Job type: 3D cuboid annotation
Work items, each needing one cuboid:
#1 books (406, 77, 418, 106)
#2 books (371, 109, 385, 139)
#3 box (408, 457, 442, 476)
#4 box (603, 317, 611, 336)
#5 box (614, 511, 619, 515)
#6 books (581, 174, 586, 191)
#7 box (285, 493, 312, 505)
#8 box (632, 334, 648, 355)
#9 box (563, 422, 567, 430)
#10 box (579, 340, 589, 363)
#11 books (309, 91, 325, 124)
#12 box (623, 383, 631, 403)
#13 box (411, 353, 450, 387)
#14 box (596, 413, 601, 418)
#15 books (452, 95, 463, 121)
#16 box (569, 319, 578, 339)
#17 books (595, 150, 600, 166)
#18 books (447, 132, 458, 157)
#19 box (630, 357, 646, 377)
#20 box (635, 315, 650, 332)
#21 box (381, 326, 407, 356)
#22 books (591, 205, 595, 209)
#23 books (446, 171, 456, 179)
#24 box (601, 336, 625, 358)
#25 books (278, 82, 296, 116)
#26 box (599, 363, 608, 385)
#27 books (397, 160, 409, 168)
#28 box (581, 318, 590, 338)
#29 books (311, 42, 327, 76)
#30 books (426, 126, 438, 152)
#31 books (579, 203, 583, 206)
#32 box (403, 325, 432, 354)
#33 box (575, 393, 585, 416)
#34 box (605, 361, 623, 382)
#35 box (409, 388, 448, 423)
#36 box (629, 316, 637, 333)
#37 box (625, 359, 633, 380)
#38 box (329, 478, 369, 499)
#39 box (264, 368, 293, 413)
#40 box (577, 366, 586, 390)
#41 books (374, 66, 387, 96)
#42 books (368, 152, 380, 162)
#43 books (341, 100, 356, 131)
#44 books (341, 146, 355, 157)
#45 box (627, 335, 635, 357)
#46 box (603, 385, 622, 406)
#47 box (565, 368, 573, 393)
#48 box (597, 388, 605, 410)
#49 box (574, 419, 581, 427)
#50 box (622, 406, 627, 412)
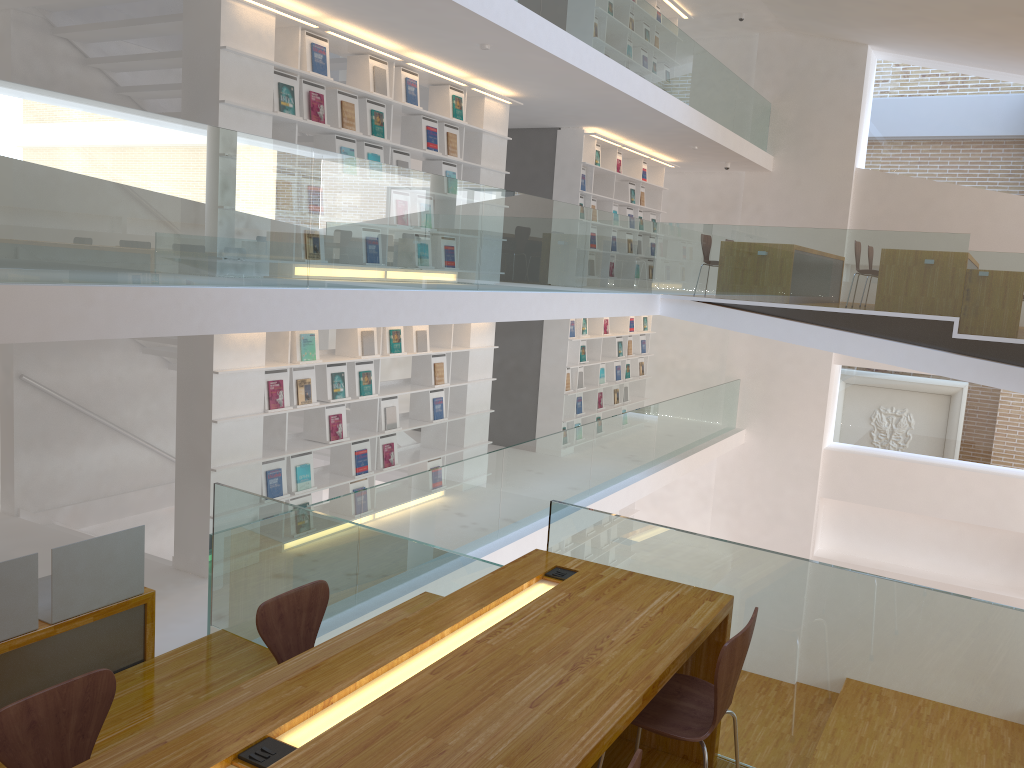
[{"bbox_3d":[-0.827,-2.409,7.321,0.037,0.210,0.145,8,9,29],"label":"books"},{"bbox_3d":[-1.058,-2.045,6.994,0.037,0.210,0.145,8,9,29],"label":"books"},{"bbox_3d":[-0.805,0.831,8.412,0.274,0.296,0.245,8,9,29],"label":"box"},{"bbox_3d":[1.147,-0.803,11.679,0.274,0.296,0.245,8,9,29],"label":"box"},{"bbox_3d":[1.411,1.787,12.826,0.274,0.296,0.245,8,9,29],"label":"box"},{"bbox_3d":[0.834,-2.375,10.490,0.037,0.210,0.145,8,9,29],"label":"books"},{"bbox_3d":[-1.691,0.981,6.836,0.274,0.296,0.245,8,9,29],"label":"box"},{"bbox_3d":[1.830,-0.598,12.980,0.274,0.296,0.245,8,9,29],"label":"box"},{"bbox_3d":[0.543,0.587,10.937,0.274,0.296,0.245,8,9,29],"label":"box"},{"bbox_3d":[0.804,-0.427,11.154,0.274,0.296,0.245,8,9,29],"label":"box"},{"bbox_3d":[-1.404,-1.989,6.385,0.037,0.210,0.145,8,9,29],"label":"books"},{"bbox_3d":[1.534,0.096,12.619,0.274,0.296,0.245,8,9,29],"label":"box"},{"bbox_3d":[-0.752,-0.142,8.260,0.274,0.296,0.245,8,9,29],"label":"box"},{"bbox_3d":[1.061,0.498,11.860,0.274,0.296,0.245,8,9,29],"label":"box"},{"bbox_3d":[-0.485,-2.465,7.930,0.037,0.210,0.145,8,9,29],"label":"books"},{"bbox_3d":[0.631,-0.712,10.767,0.274,0.296,0.245,8,9,29],"label":"box"},{"bbox_3d":[1.035,-2.732,10.771,0.037,0.210,0.145,8,9,29],"label":"books"},{"bbox_3d":[-0.535,-2.135,7.931,0.037,0.210,0.145,8,9,29],"label":"books"},{"bbox_3d":[1.814,-0.273,13.035,0.274,0.296,0.245,8,9,29],"label":"box"},{"bbox_3d":[1.851,-0.922,12.937,0.274,0.296,0.245,8,9,29],"label":"box"},{"bbox_3d":[-1.076,-0.409,7.602,0.274,0.296,0.245,8,9,29],"label":"box"},{"bbox_3d":[0.986,-2.081,10.848,0.037,0.210,0.145,8,9,29],"label":"books"},{"bbox_3d":[-0.547,-1.807,7.986,0.037,0.210,0.145,8,9,29],"label":"books"},{"bbox_3d":[1.396,-0.523,12.209,0.274,0.296,0.245,8,9,29],"label":"box"},{"bbox_3d":[-1.554,-1.960,6.121,0.037,0.210,0.145,8,9,29],"label":"books"},{"bbox_3d":[1.112,-0.154,11.785,0.274,0.296,0.245,8,9,29],"label":"box"},{"bbox_3d":[-0.902,-1.742,7.355,0.037,0.210,0.145,8,9,29],"label":"books"},{"bbox_3d":[0.813,-0.745,11.091,0.274,0.296,0.245,8,9,29],"label":"box"},{"bbox_3d":[-1.378,-2.316,6.341,0.037,0.210,0.145,8,9,29],"label":"books"},{"bbox_3d":[-0.689,-2.111,7.656,0.037,0.210,0.145,8,9,29],"label":"books"},{"bbox_3d":[0.808,-2.040,10.528,0.037,0.210,0.145,8,9,29],"label":"books"},{"bbox_3d":[-2.677,1.570,5.176,0.498,3.764,7.125,8,9,29],"label":"box"},{"bbox_3d":[0.768,0.226,11.255,0.274,0.296,0.245,8,9,29],"label":"box"},{"bbox_3d":[1.374,-0.198,12.253,0.274,0.296,0.245,8,9,29],"label":"box"},{"bbox_3d":[-0.773,0.183,8.304,0.274,0.296,0.245,8,9,29],"label":"box"},{"bbox_3d":[1.595,-0.878,12.481,0.274,0.296,0.245,8,9,29],"label":"box"},{"bbox_3d":[1.546,-0.228,12.558,0.274,0.296,0.245,8,9,29],"label":"box"},{"bbox_3d":[-1.351,0.924,7.441,0.274,0.296,0.245,8,9,29],"label":"box"},{"bbox_3d":[-1.775,0.030,6.440,0.274,0.296,0.245,8,9,29],"label":"box"},{"bbox_3d":[0.771,-0.096,11.178,0.274,0.296,0.245,8,9,29],"label":"box"},{"bbox_3d":[-1.033,-2.373,6.956,0.037,0.210,0.145,8,9,29],"label":"books"},{"bbox_3d":[-1.090,-1.718,7.026,0.037,0.210,0.145,8,9,29],"label":"books"},{"bbox_3d":[-1.234,-2.016,6.686,0.037,0.210,0.145,8,9,29],"label":"books"},{"bbox_3d":[-1.246,-1.688,6.742,0.037,0.210,0.145,8,9,29],"label":"books"},{"bbox_3d":[1.573,-0.554,12.524,0.274,0.296,0.245,8,9,29],"label":"box"},{"bbox_3d":[1.359,0.126,12.307,0.274,0.296,0.245,8,9,29],"label":"box"},{"bbox_3d":[0.587,-0.065,10.852,0.274,0.296,0.245,8,9,29],"label":"box"},{"bbox_3d":[1.083,0.172,11.816,0.274,0.296,0.245,8,9,29],"label":"box"},{"bbox_3d":[0.751,0.551,11.308,0.274,0.296,0.245,8,9,29],"label":"box"},{"bbox_3d":[1.508,0.422,12.653,0.274,0.296,0.245,8,9,29],"label":"box"}]
